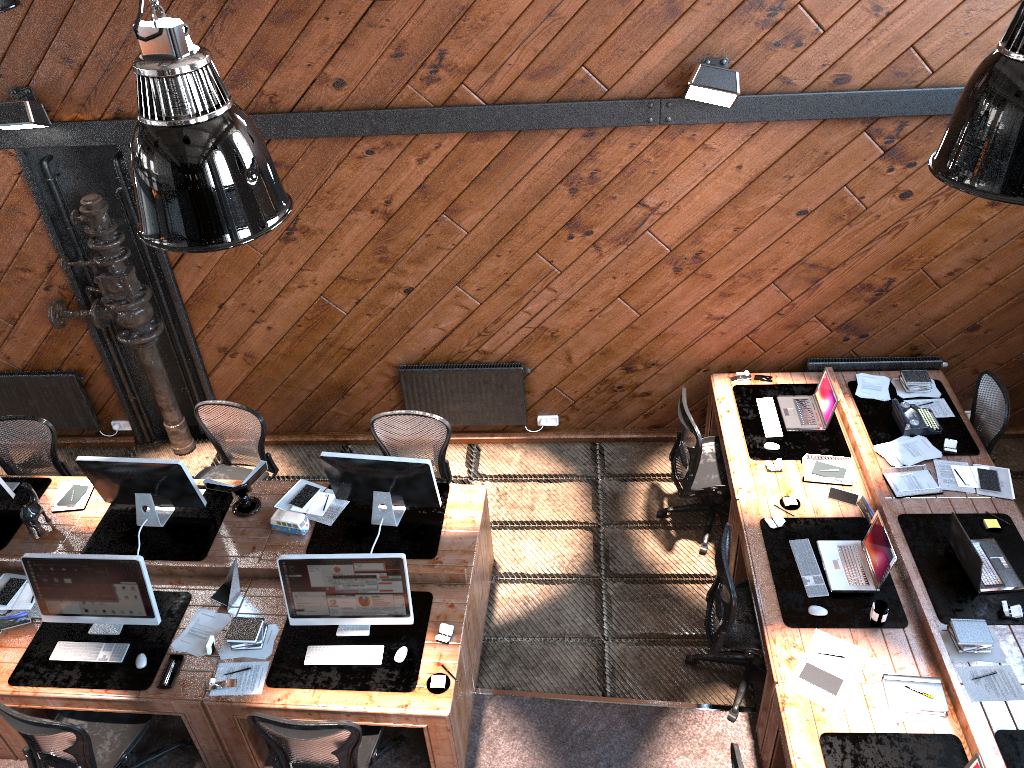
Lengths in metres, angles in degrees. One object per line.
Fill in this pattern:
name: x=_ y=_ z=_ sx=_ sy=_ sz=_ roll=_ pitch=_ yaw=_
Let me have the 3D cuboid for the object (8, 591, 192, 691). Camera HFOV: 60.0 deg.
object: x=-2.403 y=1.487 z=5.216 sx=0.848 sy=0.008 sz=0.687 roll=0 pitch=37 yaw=6

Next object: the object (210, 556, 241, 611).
object: x=-1.721 y=1.184 z=5.290 sx=0.178 sy=0.320 sz=0.165 roll=5 pitch=38 yaw=12

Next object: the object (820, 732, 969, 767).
object: x=1.867 y=2.012 z=4.119 sx=0.687 sy=0.008 sz=0.848 roll=-1 pitch=37 yaw=4

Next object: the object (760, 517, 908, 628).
object: x=1.897 y=1.108 z=5.301 sx=0.687 sy=0.008 sz=0.848 roll=-1 pitch=37 yaw=4

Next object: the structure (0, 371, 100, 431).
structure: x=-4.047 y=0.161 z=7.513 sx=1.064 sy=0.628 sz=0.073 roll=-1 pitch=37 yaw=4

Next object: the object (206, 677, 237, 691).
object: x=-1.604 y=1.643 z=4.889 sx=0.159 sy=0.064 sz=0.054 roll=-8 pitch=37 yaw=-5

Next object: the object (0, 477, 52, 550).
object: x=-3.735 y=0.883 z=6.134 sx=0.848 sy=0.008 sz=0.687 roll=0 pitch=37 yaw=6

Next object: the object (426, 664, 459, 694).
object: x=-0.395 y=1.618 z=4.836 sx=0.154 sy=0.026 sz=0.158 roll=-29 pitch=44 yaw=-29

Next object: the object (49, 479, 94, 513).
object: x=-3.058 y=0.759 z=6.190 sx=0.229 sy=0.060 sz=0.316 roll=-5 pitch=37 yaw=-1

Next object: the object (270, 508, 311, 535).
object: x=-1.452 y=0.905 z=5.818 sx=0.253 sy=0.146 sz=0.128 roll=8 pitch=39 yaw=15

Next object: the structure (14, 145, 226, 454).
structure: x=-3.053 y=-0.557 z=6.954 sx=1.003 sy=2.745 sz=0.500 roll=3 pitch=38 yaw=9

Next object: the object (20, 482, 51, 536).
object: x=-3.196 y=0.812 z=5.896 sx=0.135 sy=0.351 sz=0.229 roll=-2 pitch=37 yaw=3

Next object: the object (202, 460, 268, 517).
object: x=-1.811 y=0.681 z=5.900 sx=0.417 sy=0.380 sz=0.304 roll=-18 pitch=39 yaw=-17

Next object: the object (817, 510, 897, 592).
object: x=2.004 y=0.973 z=5.185 sx=0.320 sy=0.288 sz=0.380 roll=-1 pitch=37 yaw=4

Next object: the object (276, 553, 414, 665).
object: x=-0.926 y=1.174 z=5.034 sx=0.714 sy=0.573 sz=0.610 roll=-1 pitch=37 yaw=4

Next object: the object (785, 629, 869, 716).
object: x=1.699 y=1.526 z=4.759 sx=0.304 sy=0.017 sz=0.467 roll=22 pitch=44 yaw=30

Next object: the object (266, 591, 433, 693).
object: x=-0.918 y=1.460 z=5.109 sx=0.848 sy=0.008 sz=0.687 roll=0 pitch=37 yaw=6

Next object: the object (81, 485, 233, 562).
object: x=-2.355 y=0.919 z=5.955 sx=0.848 sy=0.008 sz=0.687 roll=0 pitch=37 yaw=6

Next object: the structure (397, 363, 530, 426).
structure: x=-0.370 y=0.108 z=7.231 sx=1.064 sy=0.628 sz=0.073 roll=-1 pitch=37 yaw=4

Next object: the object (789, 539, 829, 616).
object: x=1.769 y=1.135 z=5.249 sx=0.139 sy=0.040 sz=0.577 roll=-1 pitch=37 yaw=4

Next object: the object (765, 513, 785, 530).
object: x=1.653 y=0.864 z=5.585 sx=0.106 sy=0.063 sz=0.082 roll=-12 pitch=38 yaw=-10

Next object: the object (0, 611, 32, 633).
object: x=-3.043 y=1.451 z=5.260 sx=0.129 sy=0.083 sz=0.347 roll=27 pitch=47 yaw=34

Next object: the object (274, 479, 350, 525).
object: x=-1.337 y=0.792 z=6.002 sx=0.467 sy=0.017 sz=0.304 roll=14 pitch=41 yaw=22

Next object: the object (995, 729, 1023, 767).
object: x=2.725 y=1.982 z=4.077 sx=0.687 sy=0.008 sz=0.848 roll=-1 pitch=37 yaw=4

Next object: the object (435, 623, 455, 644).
object: x=-0.386 y=1.425 z=5.058 sx=0.082 sy=0.063 sz=0.106 roll=10 pitch=40 yaw=18

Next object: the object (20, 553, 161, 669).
object: x=-2.382 y=1.266 z=5.055 sx=0.654 sy=0.576 sz=0.735 roll=-28 pitch=43 yaw=-28

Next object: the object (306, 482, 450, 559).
object: x=-0.869 y=0.886 z=5.856 sx=0.848 sy=0.008 sz=0.687 roll=0 pitch=37 yaw=6

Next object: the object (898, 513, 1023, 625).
object: x=2.755 y=1.077 z=5.259 sx=0.687 sy=0.008 sz=0.848 roll=-1 pitch=37 yaw=4

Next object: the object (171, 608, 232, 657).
object: x=-1.822 y=1.456 z=5.205 sx=0.246 sy=0.002 sz=0.315 roll=9 pitch=39 yaw=17

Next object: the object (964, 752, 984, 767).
object: x=1.966 y=1.911 z=4.006 sx=0.323 sy=0.283 sz=0.390 roll=1 pitch=38 yaw=6

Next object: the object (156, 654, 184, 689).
object: x=-1.919 y=1.615 z=4.984 sx=0.089 sy=0.031 sz=0.215 roll=-1 pitch=37 yaw=4

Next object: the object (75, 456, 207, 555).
object: x=-2.401 y=0.655 z=5.859 sx=0.642 sy=0.578 sz=0.772 roll=-30 pitch=44 yaw=-29

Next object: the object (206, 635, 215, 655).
object: x=-1.720 y=1.496 z=5.065 sx=0.034 sy=0.102 sz=0.076 roll=0 pitch=37 yaw=5

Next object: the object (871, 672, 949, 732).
object: x=2.050 y=1.617 z=4.571 sx=0.363 sy=0.065 sz=0.325 roll=9 pitch=39 yaw=16

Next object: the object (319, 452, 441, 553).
object: x=-0.812 y=0.648 z=5.716 sx=0.663 sy=0.578 sz=0.811 roll=-23 pitch=41 yaw=-22

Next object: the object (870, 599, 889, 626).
object: x=2.056 y=1.278 z=4.966 sx=0.078 sy=0.138 sz=0.099 roll=7 pitch=39 yaw=14

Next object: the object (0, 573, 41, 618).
object: x=-3.045 y=1.304 z=5.495 sx=0.467 sy=0.017 sz=0.304 roll=4 pitch=38 yaw=10

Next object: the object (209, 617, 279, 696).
object: x=-1.527 y=1.520 z=5.013 sx=0.319 sy=0.098 sz=0.478 roll=-2 pitch=37 yaw=3
